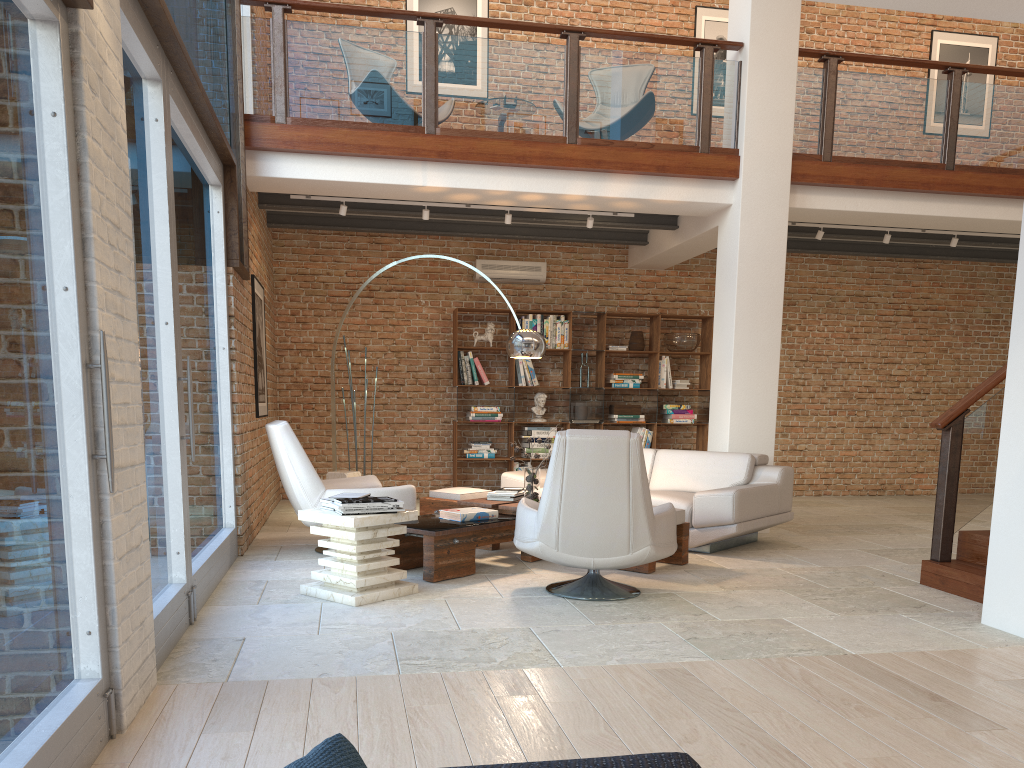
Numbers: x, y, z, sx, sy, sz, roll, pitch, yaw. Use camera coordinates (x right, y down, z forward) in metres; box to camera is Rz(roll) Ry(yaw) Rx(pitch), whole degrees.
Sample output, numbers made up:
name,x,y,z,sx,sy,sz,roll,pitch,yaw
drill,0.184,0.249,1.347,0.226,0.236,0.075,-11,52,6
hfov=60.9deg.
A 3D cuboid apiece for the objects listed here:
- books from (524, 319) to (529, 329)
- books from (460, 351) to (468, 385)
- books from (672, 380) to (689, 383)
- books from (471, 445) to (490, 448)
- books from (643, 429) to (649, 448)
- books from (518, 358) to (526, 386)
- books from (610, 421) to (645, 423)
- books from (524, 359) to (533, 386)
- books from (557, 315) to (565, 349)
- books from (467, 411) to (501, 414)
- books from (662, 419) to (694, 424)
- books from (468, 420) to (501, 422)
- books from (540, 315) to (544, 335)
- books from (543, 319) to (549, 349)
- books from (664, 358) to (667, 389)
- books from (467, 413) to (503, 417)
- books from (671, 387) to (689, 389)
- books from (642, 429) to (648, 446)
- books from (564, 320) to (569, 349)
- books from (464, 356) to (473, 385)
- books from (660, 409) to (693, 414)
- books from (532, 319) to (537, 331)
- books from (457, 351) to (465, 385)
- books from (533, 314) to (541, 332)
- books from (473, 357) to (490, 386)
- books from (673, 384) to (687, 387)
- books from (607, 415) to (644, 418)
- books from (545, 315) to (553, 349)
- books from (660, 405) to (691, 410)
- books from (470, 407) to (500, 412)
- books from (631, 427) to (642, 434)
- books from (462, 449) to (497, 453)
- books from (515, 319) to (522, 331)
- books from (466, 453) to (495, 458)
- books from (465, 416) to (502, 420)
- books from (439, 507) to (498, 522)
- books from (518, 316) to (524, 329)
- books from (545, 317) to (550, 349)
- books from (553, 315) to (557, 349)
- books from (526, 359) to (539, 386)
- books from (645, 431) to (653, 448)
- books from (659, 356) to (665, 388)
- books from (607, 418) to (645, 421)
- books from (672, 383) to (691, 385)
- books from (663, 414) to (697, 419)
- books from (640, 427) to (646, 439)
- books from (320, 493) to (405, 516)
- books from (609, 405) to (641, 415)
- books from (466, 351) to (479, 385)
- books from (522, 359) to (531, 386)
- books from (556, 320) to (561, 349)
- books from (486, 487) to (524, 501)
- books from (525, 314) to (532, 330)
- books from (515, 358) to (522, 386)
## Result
name,x,y,z,sx,sy,sz,roll,pitch,yaw
books,0.145,-0.570,10.036,0.055,0.335,0.250,-1,5,-11
books,-0.564,-0.178,9.984,0.091,0.391,0.239,-1,6,-11
books,2.018,-0.029,10.464,0.132,0.034,0.203,1,-1,-21
books,-0.373,0.731,10.171,0.206,0.034,0.131,1,-1,-11
books,1.557,0.717,10.521,0.098,0.361,0.267,-1,6,-11
books,0.090,-0.164,10.089,0.103,0.390,0.239,-1,6,-11
books,1.382,0.454,10.439,0.355,0.021,0.268,1,-1,-12
books,0.160,-0.146,10.124,0.124,0.355,0.267,-1,5,-11
books,0.560,-0.590,10.118,0.036,0.390,0.239,-1,6,-11
books,-0.327,0.330,10.103,0.355,0.021,0.268,1,-1,-12
books,2.004,0.450,10.551,0.326,0.056,0.251,1,-1,-8
books,-0.326,0.425,10.112,0.355,0.021,0.268,1,-1,-11
books,0.319,-0.595,10.073,0.036,0.390,0.239,-1,6,-11
books,0.367,-0.566,10.071,0.055,0.335,0.250,-1,5,-11
books,1.788,-0.123,10.420,0.021,0.365,0.267,-1,6,-11
books,-0.321,0.359,10.089,0.379,0.037,0.241,1,-1,-17
books,2.022,0.052,10.492,0.171,0.019,0.233,1,-1,-3
books,1.538,0.714,10.507,0.098,0.361,0.267,-1,6,-11
books,0.605,-0.561,10.147,0.055,0.335,0.250,-1,5,-11
books,-0.517,-0.151,10.016,0.102,0.340,0.250,-1,6,-11
books,1.984,0.336,10.540,0.326,0.056,0.251,1,-1,-11
books,0.234,-0.568,10.071,0.055,0.335,0.250,-1,5,-11
books,-0.599,-0.179,9.970,0.091,0.391,0.239,-1,6,-11
books,0.284,-0.595,10.056,0.036,0.390,0.239,-1,6,-11
books,-0.370,-0.142,10.037,0.195,0.324,0.250,0,5,-11
books,2.017,0.025,10.473,0.132,0.034,0.203,1,-1,-1
books,1.359,0.387,10.404,0.379,0.037,0.241,1,-1,-12
books,0.429,-0.592,10.107,0.036,0.390,0.239,-1,6,-11
books,1.968,0.280,10.528,0.326,0.056,0.251,1,-1,-1
books,-0.317,0.292,10.096,0.326,0.056,0.251,1,-1,-8
books,1.443,0.705,10.502,0.163,0.379,0.239,-1,6,-11
books,-0.385,0.784,10.164,0.379,0.037,0.241,1,-1,-11
books,0.065,-0.571,10.040,0.055,0.335,0.250,-1,5,-11
books,-0.363,0.831,10.167,0.326,0.056,0.251,1,-1,-1
books,-0.334,0.396,10.099,0.379,0.037,0.241,1,-1,-15
books,-0.300,0.902,6.038,0.325,0.057,0.253,2,-1,-40
books,0.104,-0.584,10.043,0.021,0.365,0.267,-1,6,-11
books,0.402,-0.580,10.090,0.021,0.365,0.267,-1,6,-11
books,0.467,-0.592,10.101,0.036,0.390,0.239,-1,6,-11
books,0.210,-0.136,10.120,0.158,0.335,0.250,-1,5,-11
books,1.603,0.725,10.516,0.116,0.340,0.250,-1,6,-11
books,1.762,-0.137,10.403,0.036,0.390,0.239,-1,6,-11
books,1.366,0.425,10.445,0.379,0.037,0.241,1,-1,-15
books,2.024,-0.002,10.474,0.171,0.019,0.233,1,-1,-8
books,2.030,0.394,10.547,0.326,0.056,0.251,1,-1,-16
books,1.488,0.704,10.487,0.161,0.379,0.239,-1,6,-11
books,-0.914,0.704,5.176,0.388,0.080,0.562,1,-1,-27
books,1.347,0.309,10.398,0.335,0.121,0.210,1,1,-11
books,-0.457,-0.175,9.992,0.121,0.388,0.239,-1,6,-11
books,0.140,-0.146,10.111,0.124,0.355,0.267,-1,5,-11
books,0.513,-0.564,10.108,0.055,0.335,0.250,-1,5,-11
books,-0.026,0.875,6.951,0.249,0.075,0.397,1,-1,22
books,0.191,-0.597,10.044,0.036,0.390,0.239,-1,6,-11
books,0.048,-0.165,10.105,0.101,0.390,0.239,-1,6,-11
